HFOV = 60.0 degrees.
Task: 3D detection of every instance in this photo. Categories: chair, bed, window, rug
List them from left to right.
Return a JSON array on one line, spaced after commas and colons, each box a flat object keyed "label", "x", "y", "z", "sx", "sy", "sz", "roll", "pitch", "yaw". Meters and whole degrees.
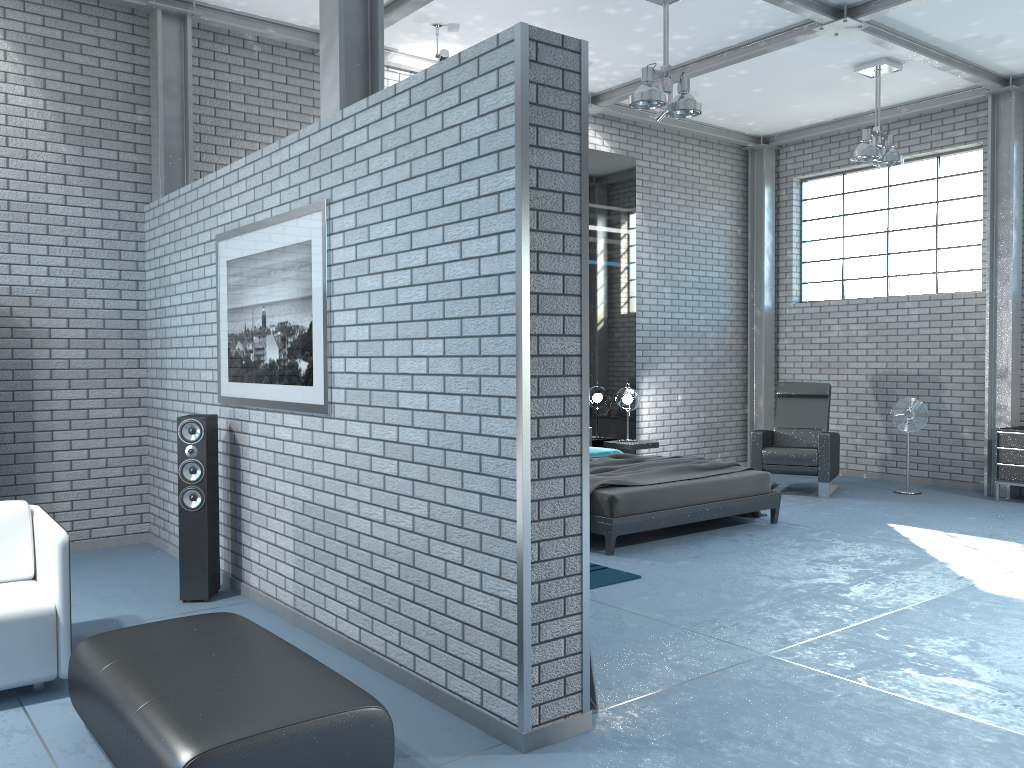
[{"label": "chair", "x": -2.375, "y": 0.891, "z": 3.786, "sx": 0.767, "sy": 0.661, "sz": 0.919, "roll": -1, "pitch": 2, "yaw": -35}, {"label": "rug", "x": -0.184, "y": 1.187, "z": 6.036, "sx": 0.886, "sy": 0.012, "sz": 2.060, "roll": -2, "pitch": 2, "yaw": -38}, {"label": "bed", "x": 0.818, "y": 0.813, "z": 7.596, "sx": 2.290, "sy": 0.674, "sz": 2.261, "roll": -2, "pitch": 2, "yaw": -38}, {"label": "chair", "x": 2.924, "y": 0.535, "z": 9.075, "sx": 0.763, "sy": 1.099, "sz": 0.940, "roll": 1, "pitch": 2, "yaw": 27}, {"label": "window", "x": 4.192, "y": -1.696, "z": 9.867, "sx": 0.100, "sy": 1.500, "sz": 2.200, "roll": -2, "pitch": 2, "yaw": -38}]

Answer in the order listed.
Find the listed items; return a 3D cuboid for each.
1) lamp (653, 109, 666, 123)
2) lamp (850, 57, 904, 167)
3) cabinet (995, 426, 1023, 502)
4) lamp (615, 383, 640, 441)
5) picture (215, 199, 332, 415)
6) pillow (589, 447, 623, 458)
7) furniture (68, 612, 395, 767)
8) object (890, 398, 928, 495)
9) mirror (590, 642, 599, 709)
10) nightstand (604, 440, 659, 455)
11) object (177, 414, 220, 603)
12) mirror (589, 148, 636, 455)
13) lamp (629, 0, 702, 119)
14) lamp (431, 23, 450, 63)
[{"label": "lamp", "x": 1.451, "y": -2.727, "z": 8.644, "sx": 0.161, "sy": 0.343, "sz": 0.137, "roll": 0, "pitch": 2, "yaw": 22}, {"label": "lamp", "x": 3.313, "y": -2.453, "z": 8.032, "sx": 0.639, "sy": 0.872, "sz": 0.300, "roll": -2, "pitch": 2, "yaw": -38}, {"label": "cabinet", "x": 5.414, "y": 0.775, "z": 7.574, "sx": 0.510, "sy": 0.682, "sz": 2.250, "roll": -2, "pitch": 2, "yaw": -38}, {"label": "lamp", "x": 1.196, "y": 0.285, "z": 9.149, "sx": 0.259, "sy": 0.596, "sz": 0.250, "roll": -1, "pitch": 2, "yaw": -29}, {"label": "picture", "x": -1.316, "y": -0.373, "z": 4.757, "sx": 0.020, "sy": 1.015, "sz": 1.490, "roll": -2, "pitch": 2, "yaw": -38}, {"label": "pillow", "x": 0.260, "y": 0.684, "z": 8.183, "sx": 1.810, "sy": 0.115, "sz": 0.567, "roll": -2, "pitch": 2, "yaw": -38}, {"label": "furniture", "x": -1.010, "y": 1.081, "z": 3.020, "sx": 0.685, "sy": 0.301, "sz": 1.291, "roll": -2, "pitch": 2, "yaw": -38}, {"label": "object", "x": 3.949, "y": 0.609, "z": 8.844, "sx": 0.342, "sy": 0.954, "sz": 0.258, "roll": 0, "pitch": 2, "yaw": 18}, {"label": "mirror", "x": 0.066, "y": 0.770, "z": 3.650, "sx": 0.165, "sy": 0.978, "sz": 0.674, "roll": -2, "pitch": 2, "yaw": -38}, {"label": "nightstand", "x": 1.222, "y": 0.842, "z": 9.091, "sx": 0.400, "sy": 0.501, "sz": 0.400, "roll": -2, "pitch": 2, "yaw": -38}, {"label": "object", "x": -1.791, "y": 0.703, "z": 5.071, "sx": 0.159, "sy": 1.045, "sz": 0.254, "roll": 0, "pitch": 2, "yaw": -3}, {"label": "mirror", "x": -0.029, "y": -0.634, "z": 8.497, "sx": 3.400, "sy": 3.500, "sz": 0.050, "roll": -2, "pitch": 2, "yaw": -38}, {"label": "lamp", "x": 1.097, "y": -2.392, "z": 6.321, "sx": 0.639, "sy": 0.872, "sz": 0.300, "roll": -2, "pitch": 2, "yaw": -38}, {"label": "lamp", "x": -0.576, "y": -2.686, "z": 7.062, "sx": 0.137, "sy": 0.311, "sz": 0.166, "roll": -1, "pitch": 2, "yaw": -13}]
